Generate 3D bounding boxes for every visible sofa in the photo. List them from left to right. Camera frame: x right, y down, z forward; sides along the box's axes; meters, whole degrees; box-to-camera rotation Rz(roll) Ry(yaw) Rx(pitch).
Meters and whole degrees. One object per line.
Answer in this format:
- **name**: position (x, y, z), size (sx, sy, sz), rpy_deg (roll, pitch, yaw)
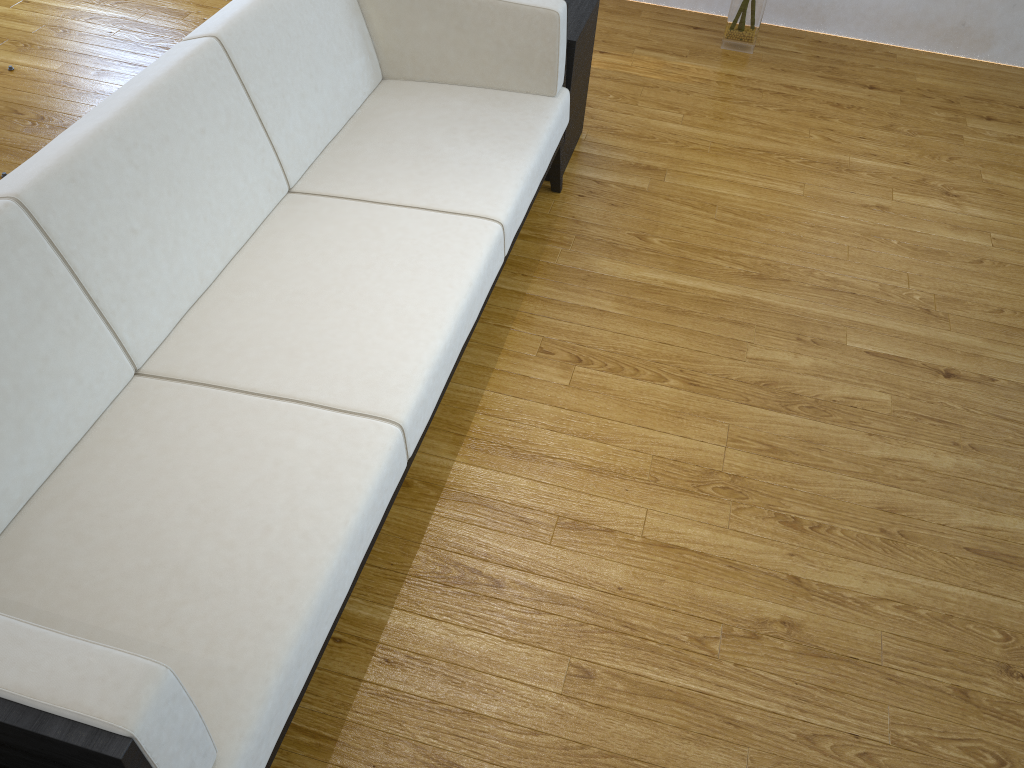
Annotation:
- **sofa**: position (0.199, -0.051, 1.749), size (9.713, 0.690, 5.258), rpy_deg (13, 46, 8)

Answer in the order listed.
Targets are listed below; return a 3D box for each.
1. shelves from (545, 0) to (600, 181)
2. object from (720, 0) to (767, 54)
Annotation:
- **shelves**: position (-0.141, -0.992, 2.798), size (0.729, 0.458, 0.344), rpy_deg (13, 46, 8)
- **object**: position (0.928, -1.774, 3.296), size (0.483, 0.996, 0.374), rpy_deg (-6, 46, -11)
